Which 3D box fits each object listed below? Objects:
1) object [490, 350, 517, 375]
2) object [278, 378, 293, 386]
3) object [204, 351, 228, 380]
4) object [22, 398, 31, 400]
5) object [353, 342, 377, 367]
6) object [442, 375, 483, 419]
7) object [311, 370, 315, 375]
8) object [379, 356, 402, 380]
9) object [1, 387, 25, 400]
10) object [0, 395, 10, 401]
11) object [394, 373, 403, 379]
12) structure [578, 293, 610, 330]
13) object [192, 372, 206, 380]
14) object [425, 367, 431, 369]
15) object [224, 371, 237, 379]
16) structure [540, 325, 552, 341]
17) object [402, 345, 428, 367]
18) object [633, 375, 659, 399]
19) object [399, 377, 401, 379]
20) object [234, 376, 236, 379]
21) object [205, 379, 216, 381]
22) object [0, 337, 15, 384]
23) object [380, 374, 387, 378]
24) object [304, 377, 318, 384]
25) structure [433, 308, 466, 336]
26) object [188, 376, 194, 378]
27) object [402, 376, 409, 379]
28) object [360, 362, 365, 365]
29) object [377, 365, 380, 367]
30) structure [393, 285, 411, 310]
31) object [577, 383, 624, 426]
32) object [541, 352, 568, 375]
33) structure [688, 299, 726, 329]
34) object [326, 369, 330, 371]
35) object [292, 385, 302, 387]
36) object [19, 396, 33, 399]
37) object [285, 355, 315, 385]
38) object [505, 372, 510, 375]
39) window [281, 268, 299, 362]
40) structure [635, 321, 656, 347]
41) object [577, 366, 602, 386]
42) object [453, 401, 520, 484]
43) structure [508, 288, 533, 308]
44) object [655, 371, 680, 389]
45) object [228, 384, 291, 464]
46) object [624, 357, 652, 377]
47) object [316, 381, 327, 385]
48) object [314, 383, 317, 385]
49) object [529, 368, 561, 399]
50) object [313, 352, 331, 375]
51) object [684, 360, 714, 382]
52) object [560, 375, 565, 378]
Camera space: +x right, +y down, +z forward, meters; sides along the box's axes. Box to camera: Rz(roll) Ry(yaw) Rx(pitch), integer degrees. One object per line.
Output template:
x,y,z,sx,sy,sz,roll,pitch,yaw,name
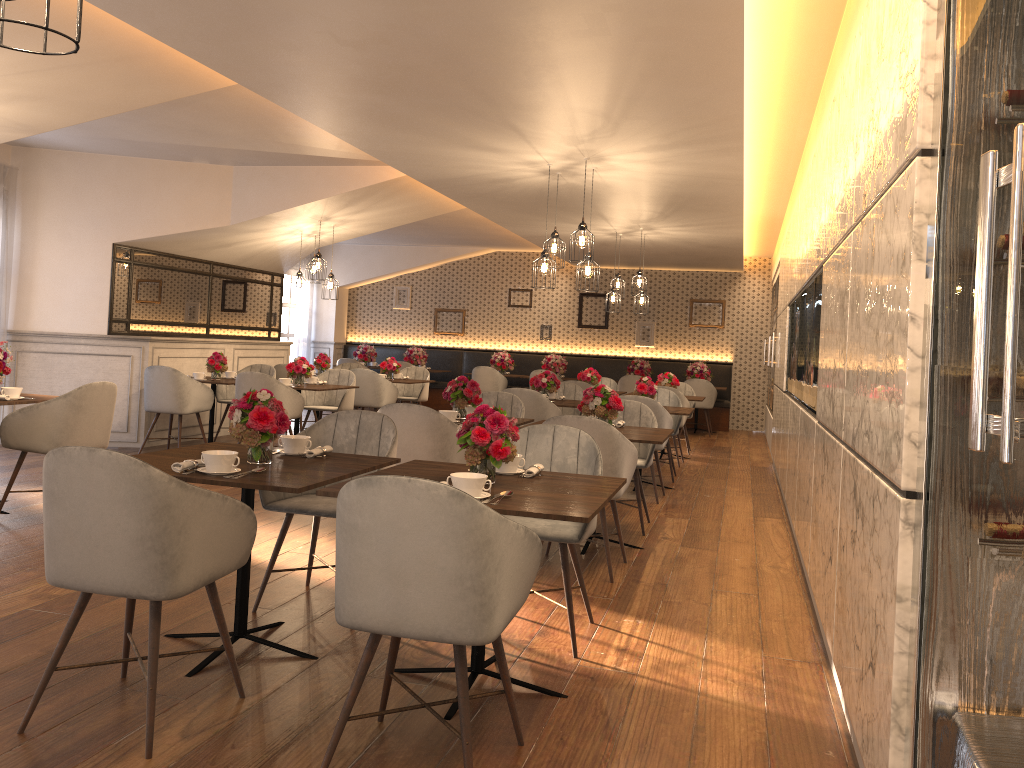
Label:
-0.168,-0.369,14.990,0.419,0.425,0.406,2,1,-32,object
-2.180,-0.017,8.512,0.148,0.072,0.148,2,2,-18,object
-3.003,-0.196,8.992,0.234,0.301,0.305,3,1,-10,object
-3.163,0.091,5.664,0.211,0.004,0.022,4,2,15,object
-2.577,-0.517,15.536,0.419,0.425,0.406,2,1,-33,object
-0.339,0.079,5.863,0.234,0.301,0.305,3,1,-43,object
-2.506,-0.141,10.997,0.148,0.072,0.148,2,2,-18,object
-1.506,-0.205,11.010,0.234,0.301,0.305,3,1,34,object
-3.155,0.060,5.582,0.148,0.072,0.148,2,2,-33,object
-3.185,0.080,5.472,0.175,0.039,0.056,4,2,15,object
-1.474,-0.103,11.355,0.148,0.072,0.148,2,2,-18,object
1.436,-1.281,15.545,0.544,0.633,0.035,3,-1,15,structure
-3.093,-0.074,8.752,0.148,0.072,0.148,2,2,-18,object
-1.483,-0.273,15.632,0.056,0.039,0.175,3,2,15,object
-2.974,-0.094,9.350,0.148,0.072,0.148,2,2,-18,object
0.607,-0.912,15.752,0.216,0.278,0.018,3,-1,15,structure
-1.662,-0.459,15.290,0.420,0.425,0.405,3,1,3,object
1.226,0.063,8.084,0.234,0.301,0.305,3,1,16,object
-1.401,-0.074,11.325,0.025,0.024,0.192,3,2,15,object
-2.865,-0.070,9.321,0.056,0.039,0.175,3,2,15,object
-2.988,-0.040,8.744,0.043,0.015,0.197,4,3,18,object
-3.361,-0.125,5.511,0.420,0.425,0.405,3,1,3,object
-1.593,-0.084,10.757,0.148,0.072,0.148,2,2,-18,object
-2.061,-0.036,9.110,0.148,0.072,0.148,2,2,-18,object
-1.146,-1.135,16.207,0.601,0.486,0.032,3,-1,15,structure
-3.204,-0.064,8.781,0.056,0.039,0.175,3,2,15,object
-1.365,-0.080,11.326,0.056,0.039,0.175,3,2,15,object
-2.607,-0.333,15.298,0.148,0.072,0.148,2,2,-28,object
-2.379,-0.329,15.867,0.056,0.039,0.175,3,2,15,object
-2.042,-1.610,16.455,0.340,0.440,0.034,3,-1,15,structure
0.572,0.136,5.594,0.305,0.301,0.234,4,1,36,object
0.707,-0.310,14.657,0.420,0.425,0.405,3,1,17,object
3.315,-1.194,15.045,0.601,0.486,0.032,3,-1,15,structure
-2.387,-0.161,11.595,0.148,0.072,0.148,2,2,-18,object
-2.075,0.018,8.504,0.043,0.015,0.197,4,3,18,object
-3.147,0.084,5.696,0.197,0.015,0.043,3,2,11,object
-2.093,-0.138,8.765,0.234,0.301,0.305,3,1,34,object
-0.083,-0.184,15.264,0.056,0.039,0.175,3,2,15,object
-5.148,-0.639,9.193,0.495,2.389,14.520,3,2,11,window
2.304,-0.862,15.300,0.340,0.440,0.034,3,-1,15,structure
0.940,-0.067,10.752,0.305,0.301,0.234,3,0,-8,object
-0.100,0.206,3.197,0.234,0.301,0.305,3,1,-10,object
0.150,-1.539,15.891,0.449,0.345,0.015,3,-1,15,structure
1.849,-0.008,10.481,0.305,0.301,0.234,4,1,36,object
-0.966,0.152,3.417,0.234,0.301,0.305,3,1,-28,object
2.057,-0.226,14.315,0.419,0.425,0.406,2,1,-33,object
-1.952,-0.013,9.081,0.056,0.039,0.175,3,2,15,object
-1.988,-0.007,9.080,0.025,0.024,0.192,3,2,15,object
0.313,0.004,8.355,0.305,0.301,0.234,3,0,-8,object
-2.416,-0.262,11.237,0.234,0.301,0.305,3,1,-10,object
2.967,-0.168,14.087,0.419,0.425,0.406,2,1,-32,object
0.855,-0.125,15.017,0.056,0.039,0.175,3,2,15,object
